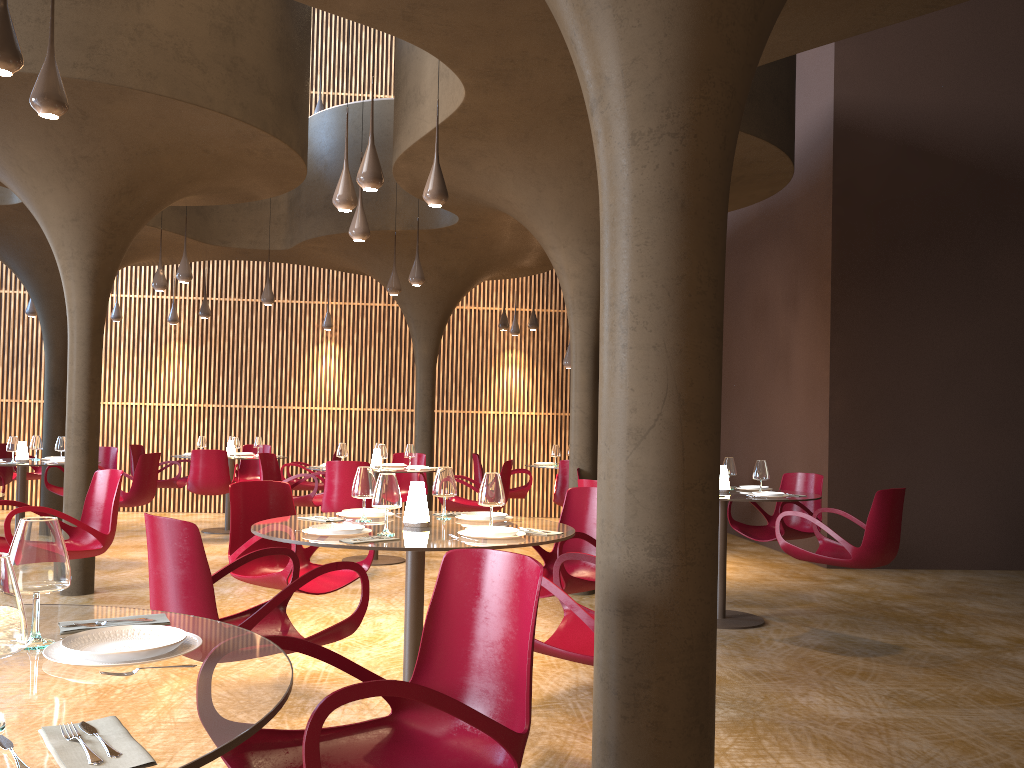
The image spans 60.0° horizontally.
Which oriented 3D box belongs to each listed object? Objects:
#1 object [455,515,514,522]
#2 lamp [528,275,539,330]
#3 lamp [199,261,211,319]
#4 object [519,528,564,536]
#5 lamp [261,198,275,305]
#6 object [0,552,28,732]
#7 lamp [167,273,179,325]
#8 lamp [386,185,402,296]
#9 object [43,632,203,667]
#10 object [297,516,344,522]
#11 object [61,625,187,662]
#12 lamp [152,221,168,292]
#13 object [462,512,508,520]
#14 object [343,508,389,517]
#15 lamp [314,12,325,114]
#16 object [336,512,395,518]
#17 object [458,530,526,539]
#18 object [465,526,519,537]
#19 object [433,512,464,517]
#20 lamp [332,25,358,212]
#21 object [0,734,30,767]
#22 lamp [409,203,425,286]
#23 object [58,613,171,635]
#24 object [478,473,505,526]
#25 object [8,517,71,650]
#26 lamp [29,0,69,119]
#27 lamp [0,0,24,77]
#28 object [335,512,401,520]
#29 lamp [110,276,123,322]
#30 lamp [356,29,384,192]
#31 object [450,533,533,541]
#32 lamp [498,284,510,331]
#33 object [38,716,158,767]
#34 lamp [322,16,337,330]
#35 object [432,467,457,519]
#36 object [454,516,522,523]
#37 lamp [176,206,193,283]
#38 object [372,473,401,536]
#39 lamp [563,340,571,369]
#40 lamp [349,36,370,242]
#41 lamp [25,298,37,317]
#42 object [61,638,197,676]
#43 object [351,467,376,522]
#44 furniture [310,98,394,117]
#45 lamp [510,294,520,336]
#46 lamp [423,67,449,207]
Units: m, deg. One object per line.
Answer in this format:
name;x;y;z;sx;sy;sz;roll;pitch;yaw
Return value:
object;-0.157;0.765;5.056;0.332;0.014;0.332;1;-3;-1
lamp;0.433;-4.054;15.199;0.196;6.273;0.196;1;-1;10
lamp;-4.952;-4.210;14.563;0.196;6.273;0.196;1;-1;10
object;0.128;0.752;4.506;0.262;0.017;0.126;-1;-4;45
lamp;-3.415;-4.264;12.716;0.196;6.273;0.196;1;-1;10
object;-0.899;0.437;1.496;0.142;0.295;0.142;2;-2;-15
lamp;-5.872;-4.180;15.615;0.196;6.273;0.196;1;-1;20
lamp;-1.447;-4.279;11.469;0.196;6.273;0.196;1;-1;30
object;-0.878;0.600;2.012;0.332;0.014;0.332;0;-3;26
object;-1.051;0.742;4.868;0.262;0.017;0.126;-1;-4;41
object;-0.878;0.590;2.012;0.263;0.029;0.263;2;-3;-12
lamp;-4.510;-4.344;11.593;0.196;6.273;0.196;1;-1;30
object;-0.157;0.755;5.056;0.263;0.029;0.263;2;-3;-7
object;-0.839;0.741;5.084;0.263;0.029;0.263;0;-3;31
lamp;-3.122;-5.827;14.582;0.196;2.959;0.196;2;-1;-20
object;-0.839;0.750;5.084;0.332;0.014;0.332;1;-3;2
object;-0.098;0.730;4.306;0.332;0.014;0.332;0;-3;20
object;-0.098;0.720;4.306;0.263;0.029;0.263;1;-3;16
object;-0.335;0.780;5.300;0.262;0.017;0.126;4;-4;-40
lamp;-1.236;-4.492;7.006;0.196;6.273;0.196;1;-1;20
object;-0.927;0.563;1.258;0.411;0.012;0.204;4;-4;-41
lamp;-1.066;-4.310;10.650;0.196;6.273;0.196;1;-1;30
object;-1.020;0.617;2.278;0.262;0.017;0.126;3;-3;-32
object;-0.105;0.604;4.542;0.142;0.295;0.142;1;-2;22
object;-1.103;0.460;2.059;0.142;0.295;0.142;2;-2;-21
lamp;-2.495;-4.619;4.984;0.196;6.273;0.196;1;-1;0
lamp;-2.411;-4.647;4.372;0.196;6.273;0.196;1;-1;30
object;-0.837;0.752;5.088;0.204;0.012;0.411;-1;-3;37
lamp;-6.751;-4.212;15.360;0.196;6.273;0.196;1;-1;10
lamp;-0.936;-4.516;6.372;0.196;6.273;0.196;2;-1;-20
object;-0.100;0.731;4.302;0.204;0.012;0.411;-1;-4;41
lamp;-0.069;-4.059;15.334;0.196;6.273;0.196;1;-1;10
object;-0.672;0.583;1.428;0.126;0.017;0.262;3;-3;-37
lamp;-3.224;-4.104;15.923;0.196;6.273;0.196;1;-1;10
object;-0.387;0.623;5.070;0.142;0.295;0.142;1;-2;27
object;-0.153;0.766;5.053;0.204;0.012;0.411;4;-4;-44
lamp;-3.910;-4.367;10.839;0.196;6.273;0.196;1;-1;30
object;-0.604;0.579;4.270;0.142;0.295;0.142;2;-2;-11
lamp;0.842;-3.338;11.788;0.196;6.273;0.196;0;-2;40
lamp;-1.318;-4.438;8.142;0.196;6.273;0.196;1;-1;30
lamp;-7.975;-4.262;14.918;0.196;6.273;0.196;2;-1;-20
object;-0.875;0.601;2.008;0.204;0.012;0.411;3;-3;-36
object;-0.809;0.603;4.856;0.142;0.295;0.142;3;-2;-39
furniture;-2.135;-3.194;12.279;2.531;1.047;0.901;-1;-3;37
lamp;0.126;-4.014;16.178;0.196;6.273;0.196;1;-1;20
lamp;-0.508;-4.486;6.787;0.196;6.273;0.196;2;-1;-20
